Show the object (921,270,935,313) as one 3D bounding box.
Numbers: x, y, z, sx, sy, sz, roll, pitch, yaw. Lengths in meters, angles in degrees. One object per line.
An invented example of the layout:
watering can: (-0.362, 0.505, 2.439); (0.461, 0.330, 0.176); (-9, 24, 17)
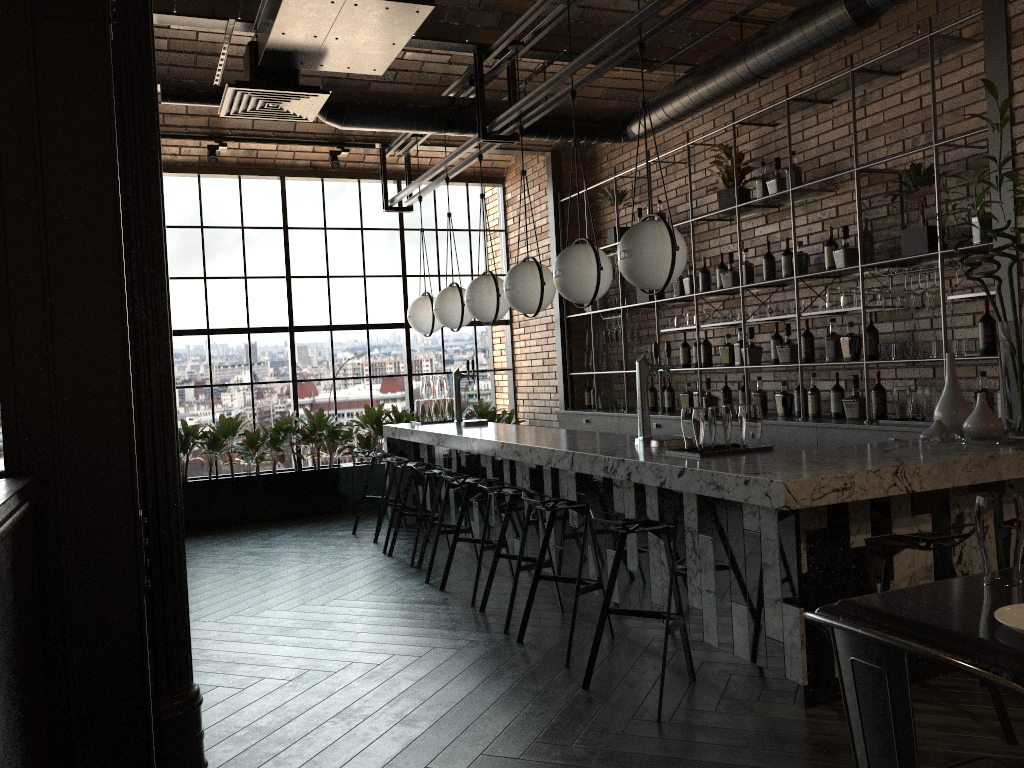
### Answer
object: (2.388, -0.534, 5.106); (0.092, 0.244, 0.092); (-3, 1, 16)

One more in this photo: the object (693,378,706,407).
object: (1.505, 0.091, 7.101); (0.083, 0.282, 0.083); (-4, 1, -23)

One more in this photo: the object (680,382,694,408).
object: (1.445, 0.110, 7.244); (0.094, 0.248, 0.151); (-4, 1, -34)

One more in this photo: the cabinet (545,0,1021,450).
cabinet: (1.239, -0.688, 7.517); (0.564, 3.779, 7.075); (-4, 1, -23)

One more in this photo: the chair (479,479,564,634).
chair: (0.061, 0.879, 4.746); (0.414, 0.737, 0.475); (-3, 1, -18)

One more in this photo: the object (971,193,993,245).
object: (2.474, -0.861, 4.665); (0.083, 0.282, 0.083); (-3, 1, -8)

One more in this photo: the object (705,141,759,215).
object: (1.648, -1.541, 6.619); (0.430, 0.526, 0.425); (-3, 1, -21)

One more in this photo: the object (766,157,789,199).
object: (1.834, -1.419, 6.104); (0.123, 0.279, 0.123); (-3, 1, -19)

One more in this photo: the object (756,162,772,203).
object: (1.772, -1.420, 6.247); (0.083, 0.282, 0.083); (-4, 1, -23)

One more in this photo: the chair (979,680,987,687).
chair: (1.901, 0.801, 3.256); (0.475, 0.737, 0.414); (-4, 1, -28)

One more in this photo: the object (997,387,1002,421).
object: (2.569, 0.064, 4.607); (0.086, 0.298, 0.086); (-3, 1, 26)

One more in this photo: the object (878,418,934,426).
object: (2.333, 0.210, 5.014); (0.273, 0.019, 0.437); (-4, 1, -23)

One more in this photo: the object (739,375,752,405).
object: (1.730, 0.079, 6.585); (0.086, 0.298, 0.086); (-3, 1, 26)

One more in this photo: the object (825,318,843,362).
object: (2.069, -0.283, 5.708); (0.083, 0.282, 0.083); (-4, 1, -38)

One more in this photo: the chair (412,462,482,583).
chair: (-0.429, 0.889, 5.907); (0.414, 0.737, 0.475); (-3, 1, -13)

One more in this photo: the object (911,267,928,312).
object: (2.274, -0.525, 4.951); (0.092, 0.244, 0.092); (-3, 1, 16)

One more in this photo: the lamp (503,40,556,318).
lamp: (0.076, -1.300, 5.665); (0.340, 1.754, 0.340); (-3, 1, 23)

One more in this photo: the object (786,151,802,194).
object: (1.894, -1.423, 5.958); (0.083, 0.282, 0.083); (-4, 1, -38)

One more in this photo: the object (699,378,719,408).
object: (1.546, 0.093, 6.968); (0.123, 0.279, 0.123); (-3, 1, -9)

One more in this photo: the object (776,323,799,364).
object: (1.897, -0.276, 6.083); (0.123, 0.279, 0.123); (-4, 1, -34)

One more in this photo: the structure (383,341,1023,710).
structure: (0.782, 0.477, 5.834); (1.930, 1.430, 5.346); (-4, 1, -23)

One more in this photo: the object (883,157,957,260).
object: (2.288, -0.993, 4.996); (0.374, 0.560, 0.398); (-2, 1, 39)

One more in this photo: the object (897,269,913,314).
object: (2.236, -0.524, 5.042); (0.092, 0.244, 0.092); (-3, 1, 16)

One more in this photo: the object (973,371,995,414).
object: (2.509, 0.072, 4.718); (0.083, 0.282, 0.083); (-4, 1, -38)

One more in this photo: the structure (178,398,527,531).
structure: (-1.667, 0.743, 8.977); (4.107, 1.072, 0.757); (-4, 1, -24)

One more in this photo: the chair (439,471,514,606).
chair: (-0.180, 0.884, 5.317); (0.414, 0.737, 0.475); (-4, 1, -28)

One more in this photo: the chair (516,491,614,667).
chair: (0.287, 0.875, 4.208); (0.414, 0.737, 0.475); (-4, 1, -28)

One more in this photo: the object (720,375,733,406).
object: (1.629, 0.082, 6.739); (0.086, 0.297, 0.086); (-3, 1, 11)

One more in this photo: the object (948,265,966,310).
object: (2.466, -0.535, 4.919); (0.092, 0.244, 0.092); (-3, 1, 16)

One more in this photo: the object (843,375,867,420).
object: (2.149, 0.082, 5.537); (0.123, 0.279, 0.123); (-4, 1, -34)

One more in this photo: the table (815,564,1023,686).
table: (1.291, 0.847, 1.832); (0.872, 0.758, 0.872); (-4, 1, -23)

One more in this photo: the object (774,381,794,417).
object: (1.896, 0.102, 6.174); (0.094, 0.248, 0.151); (-3, 1, -14)

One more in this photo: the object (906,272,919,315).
object: (2.345, -0.533, 5.207); (0.092, 0.244, 0.092); (-3, 1, 16)

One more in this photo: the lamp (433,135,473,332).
lamp: (-0.493, -1.289, 7.016); (0.340, 1.754, 0.340); (-3, 1, 23)

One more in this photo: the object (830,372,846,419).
object: (2.098, 0.072, 5.712); (0.086, 0.298, 0.086); (-3, 1, 26)

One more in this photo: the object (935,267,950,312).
object: (2.426, -0.534, 5.015); (0.092, 0.244, 0.092); (-3, 1, 16)

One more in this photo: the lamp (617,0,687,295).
lamp: (0.645, -1.310, 4.315); (0.340, 1.754, 0.340); (-3, 1, 23)

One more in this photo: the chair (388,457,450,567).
chair: (-0.654, 0.893, 6.443); (0.414, 0.737, 0.475); (-4, 1, -28)

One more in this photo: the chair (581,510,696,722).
chair: (0.560, 0.870, 3.560); (0.414, 0.737, 0.475); (-4, 1, -33)

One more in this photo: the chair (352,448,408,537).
chair: (-1.094, 0.901, 7.488); (0.414, 0.737, 0.475); (-4, 1, -33)

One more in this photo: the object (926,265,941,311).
object: (2.315, -0.526, 4.855); (0.092, 0.244, 0.092); (-3, 1, 16)

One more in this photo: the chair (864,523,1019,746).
chair: (1.363, 0.834, 3.029); (0.475, 0.737, 0.414); (-3, 1, -18)

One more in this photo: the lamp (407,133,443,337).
lamp: (-0.778, -1.284, 7.691); (0.340, 1.754, 0.340); (-3, 1, 23)

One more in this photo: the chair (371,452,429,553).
chair: (-0.873, 0.897, 6.962); (0.414, 0.737, 0.475); (-3, 1, -18)

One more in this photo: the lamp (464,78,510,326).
lamp: (-0.209, -1.294, 6.341); (0.340, 1.754, 0.340); (-3, 1, 23)

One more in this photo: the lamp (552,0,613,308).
lamp: (0.360, -1.305, 4.990); (0.340, 1.754, 0.340); (-3, 1, 23)

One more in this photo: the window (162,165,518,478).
window: (-7.465, -0.249, 6.969); (16.179, 3.253, 0.168); (-4, 1, -23)

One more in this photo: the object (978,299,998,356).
object: (2.507, -0.300, 4.676); (0.086, 0.299, 0.086); (-3, 1, 26)

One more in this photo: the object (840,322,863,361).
object: (2.129, -0.266, 5.567); (0.094, 0.248, 0.151); (-3, 1, -14)

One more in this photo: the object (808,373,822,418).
object: (2.011, 0.075, 5.897); (0.080, 0.299, 0.080); (-3, 1, -20)

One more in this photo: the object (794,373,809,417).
object: (1.967, 0.075, 6.037); (0.086, 0.298, 0.086); (-3, 1, 26)

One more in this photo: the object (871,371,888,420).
object: (2.230, 0.069, 5.387); (0.086, 0.299, 0.086); (-3, 1, 26)

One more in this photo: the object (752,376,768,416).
object: (1.794, 0.086, 6.414); (0.083, 0.282, 0.083); (-4, 1, -38)

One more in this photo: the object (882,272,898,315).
object: (2.193, -0.524, 5.143); (0.092, 0.244, 0.092); (-3, 1, 16)
